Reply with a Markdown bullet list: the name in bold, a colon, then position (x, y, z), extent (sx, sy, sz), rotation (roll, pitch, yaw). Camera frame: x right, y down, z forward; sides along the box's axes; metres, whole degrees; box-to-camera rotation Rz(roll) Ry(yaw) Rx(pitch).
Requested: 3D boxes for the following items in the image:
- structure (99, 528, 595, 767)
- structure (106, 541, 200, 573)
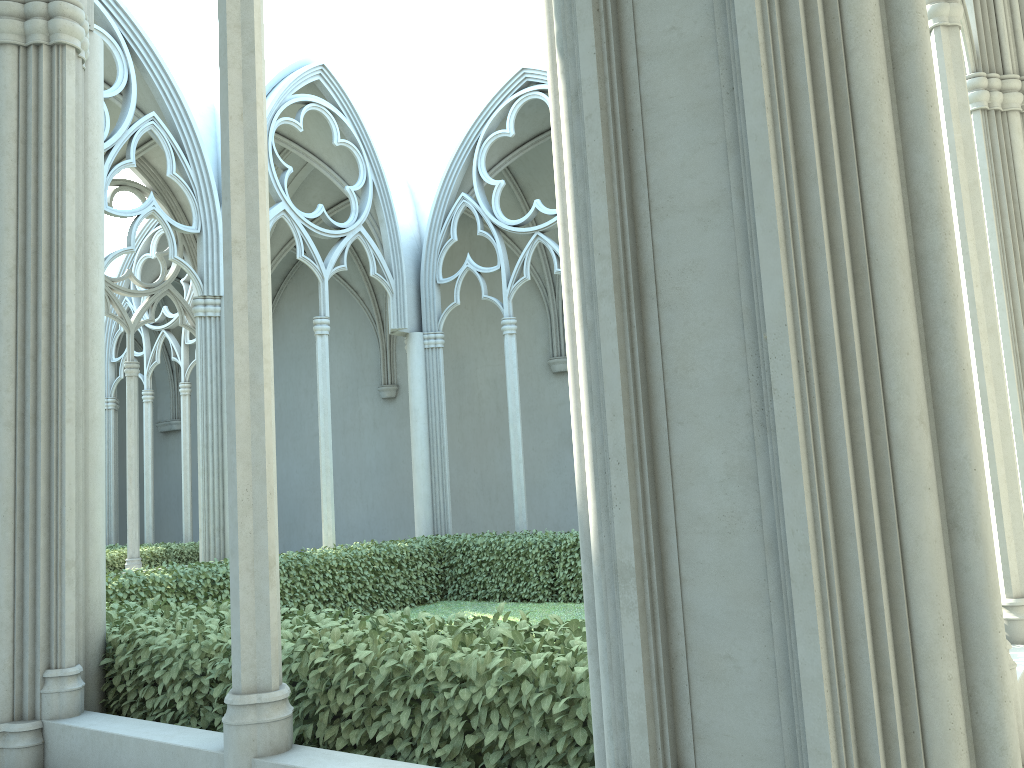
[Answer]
- **structure**: position (-0.180, 1.953, 7.895), extent (8.018, 0.963, 7.995), rotation (-8, -9, 34)
- **structure**: position (-10.839, 3.527, 15.285), extent (8.018, 0.963, 7.995), rotation (-8, -9, 34)
